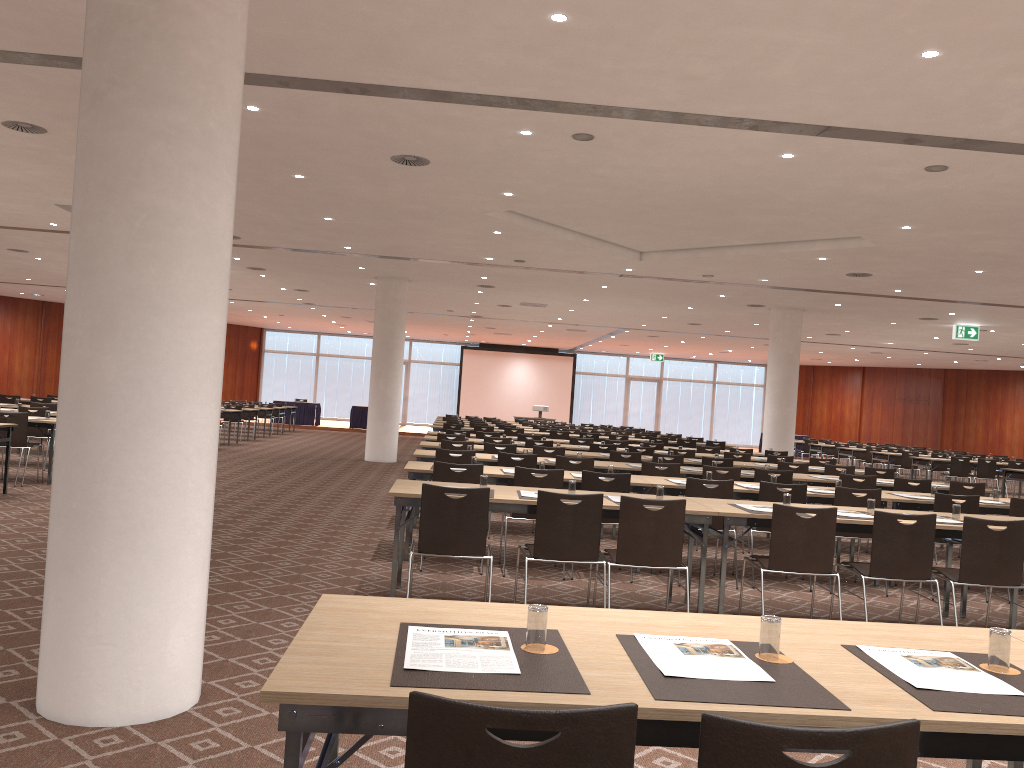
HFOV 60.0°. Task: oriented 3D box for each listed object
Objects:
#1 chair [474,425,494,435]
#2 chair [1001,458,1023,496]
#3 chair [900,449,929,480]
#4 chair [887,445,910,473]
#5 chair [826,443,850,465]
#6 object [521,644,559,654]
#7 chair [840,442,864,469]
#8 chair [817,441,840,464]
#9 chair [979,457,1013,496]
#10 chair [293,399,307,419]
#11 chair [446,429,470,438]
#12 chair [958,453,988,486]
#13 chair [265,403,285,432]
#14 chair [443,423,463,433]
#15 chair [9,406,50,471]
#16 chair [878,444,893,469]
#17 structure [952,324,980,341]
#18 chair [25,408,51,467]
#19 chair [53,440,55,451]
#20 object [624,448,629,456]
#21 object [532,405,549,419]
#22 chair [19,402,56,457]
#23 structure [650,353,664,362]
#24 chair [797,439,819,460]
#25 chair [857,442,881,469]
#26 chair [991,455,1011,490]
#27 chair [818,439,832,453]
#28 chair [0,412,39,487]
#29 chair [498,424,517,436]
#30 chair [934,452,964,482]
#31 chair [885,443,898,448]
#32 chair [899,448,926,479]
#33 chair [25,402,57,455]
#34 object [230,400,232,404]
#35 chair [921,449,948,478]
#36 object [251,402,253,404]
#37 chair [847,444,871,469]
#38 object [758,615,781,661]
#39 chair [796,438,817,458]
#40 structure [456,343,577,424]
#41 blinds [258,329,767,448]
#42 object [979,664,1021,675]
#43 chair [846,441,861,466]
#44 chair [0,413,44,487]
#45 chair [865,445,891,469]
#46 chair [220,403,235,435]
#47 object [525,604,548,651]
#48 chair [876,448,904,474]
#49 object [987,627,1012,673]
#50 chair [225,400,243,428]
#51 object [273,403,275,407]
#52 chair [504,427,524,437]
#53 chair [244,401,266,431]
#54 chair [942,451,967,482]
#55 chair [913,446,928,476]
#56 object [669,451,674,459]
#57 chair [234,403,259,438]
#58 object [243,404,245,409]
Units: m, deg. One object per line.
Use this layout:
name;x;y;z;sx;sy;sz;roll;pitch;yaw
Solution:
chair;-0.645;1.374;19.422;0.535;0.939;0.614;4;-1;-3
chair;12.805;2.342;22.384;0.535;0.939;0.614;4;-1;-2
chair;10.968;2.253;24.120;0.535;0.939;0.614;4;-1;-6
chair;12.347;2.428;28.226;0.535;0.939;0.614;4;-1;-4
chair;9.645;2.204;26.173;0.535;0.939;0.614;4;-1;-5
object;0.075;0.714;2.392;0.102;0.001;0.102;5;-1;-38
chair;10.813;2.322;28.119;0.535;0.939;0.614;4;-1;-6
chair;10.082;2.275;28.208;0.535;0.939;0.614;4;-1;-3
chair;12.123;2.292;22.195;0.535;0.939;0.614;4;-1;-5
chair;-7.977;1.029;33.328;0.535;0.939;0.614;4;-1;-2
chair;-0.996;1.278;15.847;0.535;0.939;0.614;4;-1;-5
chair;12.621;2.367;24.235;0.535;0.939;0.614;4;-1;-2
chair;-7.684;1.087;28.831;0.535;0.939;0.614;4;-1;-4
chair;-1.306;1.327;19.334;0.535;0.939;0.614;4;-1;-2
chair;-7.217;0.810;13.451;0.535;0.939;0.614;4;-1;-7
chair;11.771;2.390;28.267;0.536;0.939;0.614;4;-1;-6
structure;10.631;-1.205;20.769;0.587;0.346;0.105;4;-1;-4
chair;-7.212;0.810;13.451;0.535;0.939;0.614;4;-1;-4
chair;-6.595;0.852;13.451;0.535;0.939;0.614;4;-1;-5
object;1.626;0.965;12.583;0.054;0.114;0.054;4;-1;-15
object;1.063;1.044;33.267;0.576;0.472;0.614;4;-1;-4
chair;-8.091;0.790;15.395;0.535;0.939;0.614;4;-1;-1
structure;6.286;-1.144;38.448;0.587;0.346;0.105;4;-1;-4
chair;9.407;2.227;28.102;0.535;0.939;0.614;4;-1;-1
chair;12.229;2.462;30.304;0.536;0.939;0.614;4;-1;-7
chair;13.318;2.417;24.425;0.535;0.939;0.614;4;-1;-6
chair;10.597;2.350;30.249;0.535;0.939;0.614;4;-1;-2
chair;-6.523;0.818;11.494;0.535;0.939;0.614;4;-1;-2
chair;-0.145;1.448;21.462;0.535;0.939;0.614;4;-1;-3
chair;11.995;2.325;24.273;0.535;0.939;0.614;4;-1;-2
chair;12.839;2.502;30.265;0.535;0.939;0.614;4;-1;-4
chair;11.911;2.361;26.331;0.535;0.939;0.614;4;-1;-3
chair;-8.025;0.794;15.399;0.535;0.939;0.614;4;-1;-5
object;-8.676;0.566;27.389;0.054;0.114;0.054;4;-1;-15
chair;12.569;2.405;26.318;0.535;0.939;0.614;4;-1;-6
object;-8.034;0.611;27.440;0.054;0.114;0.054;4;-1;-15
chair;10.244;2.243;26.074;0.535;0.939;0.614;4;-1;-3
object;0.714;0.701;2.454;0.054;0.114;0.054;4;-1;-38
chair;10.017;2.309;30.149;0.536;0.939;0.614;4;-1;-6
structure;0.204;0.050;39.463;5.158;3.525;0.395;4;-1;-4
blinds;0.245;0.273;39.846;22.853;3.816;0.115;4;-1;-4
object;1.375;0.804;2.499;0.102;0.001;0.102;5;-1;-38
chair;11.519;2.411;30.173;0.536;0.939;0.614;4;-1;-6
chair;-6.454;0.822;11.499;0.535;0.939;0.614;4;-1;-5
chair;10.832;2.285;26.196;0.536;0.939;0.614;4;-1;-7
chair;-8.106;0.979;24.874;0.535;0.939;0.614;4;-1;-2
object;0.067;0.656;2.394;0.054;0.114;0.054;4;-1;-38
chair;10.324;2.210;24.156;0.536;0.939;0.614;4;-1;-7
object;1.369;0.746;2.491;0.054;0.114;0.054;4;-1;-38
chair;-8.935;1.000;28.744;0.535;0.939;0.614;4;-1;-5
object;-7.388;0.655;27.487;0.054;0.114;0.054;4;-1;-15
chair;0.010;1.417;19.391;0.535;0.939;0.614;4;-1;-4
chair;-8.336;1.043;28.867;0.535;0.939;0.614;4;-1;-1
chair;13.194;2.446;26.280;0.535;0.939;0.614;4;-1;-3
chair;12.941;2.472;28.408;0.535;0.939;0.614;4;-1;-2
object;2.269;1.010;12.621;0.054;0.114;0.054;4;-1;-15
chair;-7.415;1.025;24.840;0.535;0.939;0.614;4;-1;-2
object;-7.098;0.595;23.495;0.054;0.114;0.054;4;-1;-15
